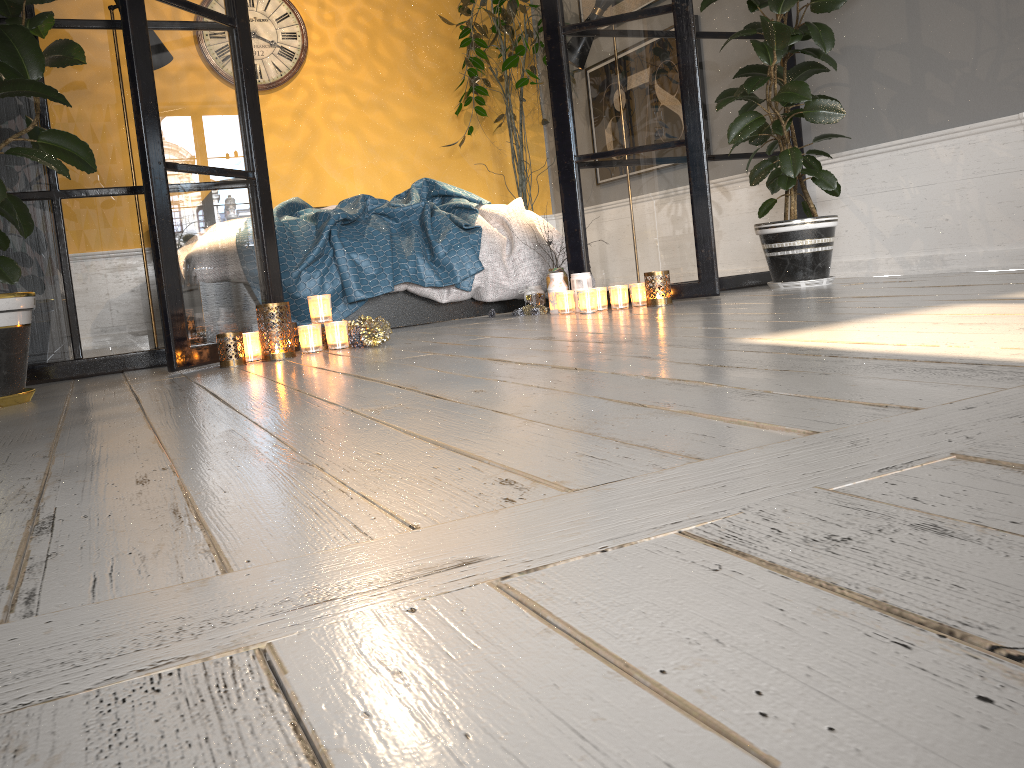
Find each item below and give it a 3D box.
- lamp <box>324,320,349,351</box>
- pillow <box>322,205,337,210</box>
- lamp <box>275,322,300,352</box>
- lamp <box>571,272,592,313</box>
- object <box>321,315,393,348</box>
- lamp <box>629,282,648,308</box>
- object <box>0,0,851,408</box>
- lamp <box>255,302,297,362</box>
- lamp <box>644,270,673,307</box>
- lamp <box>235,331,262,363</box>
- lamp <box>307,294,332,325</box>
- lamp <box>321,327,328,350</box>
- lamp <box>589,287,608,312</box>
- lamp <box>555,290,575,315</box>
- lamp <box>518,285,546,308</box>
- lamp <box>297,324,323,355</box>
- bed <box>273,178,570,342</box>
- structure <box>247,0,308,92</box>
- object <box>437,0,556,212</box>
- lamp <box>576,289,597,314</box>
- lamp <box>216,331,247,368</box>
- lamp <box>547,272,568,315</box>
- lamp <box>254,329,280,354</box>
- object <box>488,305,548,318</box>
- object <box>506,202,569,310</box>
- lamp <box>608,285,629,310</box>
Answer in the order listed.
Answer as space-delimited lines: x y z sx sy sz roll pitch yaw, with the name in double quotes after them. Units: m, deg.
-0.610 -0.168 3.092 0.080 0.098 0.081 -5 5 15 "lamp"
-0.993 -0.995 5.389 0.484 0.226 0.598 -3 8 24 "pillow"
-0.825 -0.170 3.254 0.081 0.106 0.081 -9 6 -25 "lamp"
0.303 -0.391 3.784 0.092 0.166 0.089 -4 5 31 "lamp"
-0.631 -0.195 3.304 0.193 0.117 0.717 -11 9 -36 "object"
0.533 -0.372 3.697 0.080 0.098 0.081 -5 5 15 "lamp"
-0.168 -1.075 3.139 3.911 1.786 1.012 -9 5 -25 "object"
-0.786 -0.175 2.944 0.115 0.186 0.115 -9 5 -26 "lamp"
0.598 -0.390 3.620 0.107 0.140 0.108 -3 6 29 "lamp"
-0.877 -0.122 2.955 0.080 0.098 0.081 -5 5 15 "lamp"
-0.664 -0.259 3.068 0.080 0.098 0.081 -5 5 15 "lamp"
-0.683 -0.162 3.177 0.069 0.080 0.069 -8 5 -17 "lamp"
0.359 -0.352 3.692 0.080 0.098 0.081 -5 5 15 "lamp"
0.227 -0.342 3.725 0.080 0.098 0.081 -3 6 29 "lamp"
0.102 -0.385 4.060 0.096 0.130 0.109 -3 6 35 "lamp"
-0.695 -0.155 3.060 0.080 0.098 0.081 -5 5 15 "lamp"
-0.903 -0.722 4.956 1.904 0.766 2.328 -9 8 -24 "bed"
-1.711 -2.301 5.844 0.729 0.721 0.071 -9 4 -25 "structure"
0.066 -1.719 6.235 1.351 2.194 1.248 -10 6 -38 "object"
0.308 -0.337 3.619 0.080 0.098 0.081 -5 5 15 "lamp"
-0.910 -0.111 2.870 0.084 0.110 0.085 -2 7 41 "lamp"
0.202 -0.394 3.848 0.092 0.179 0.092 -7 4 -4 "lamp"
-0.838 -0.137 3.038 0.080 0.098 0.081 -5 5 15 "lamp"
0.024 -0.329 4.020 0.325 0.053 0.088 -2 8 29 "object"
0.236 -0.604 4.114 0.437 0.519 0.280 -5 5 15 "object"
0.445 -0.360 3.679 0.080 0.098 0.081 -5 5 15 "lamp"
